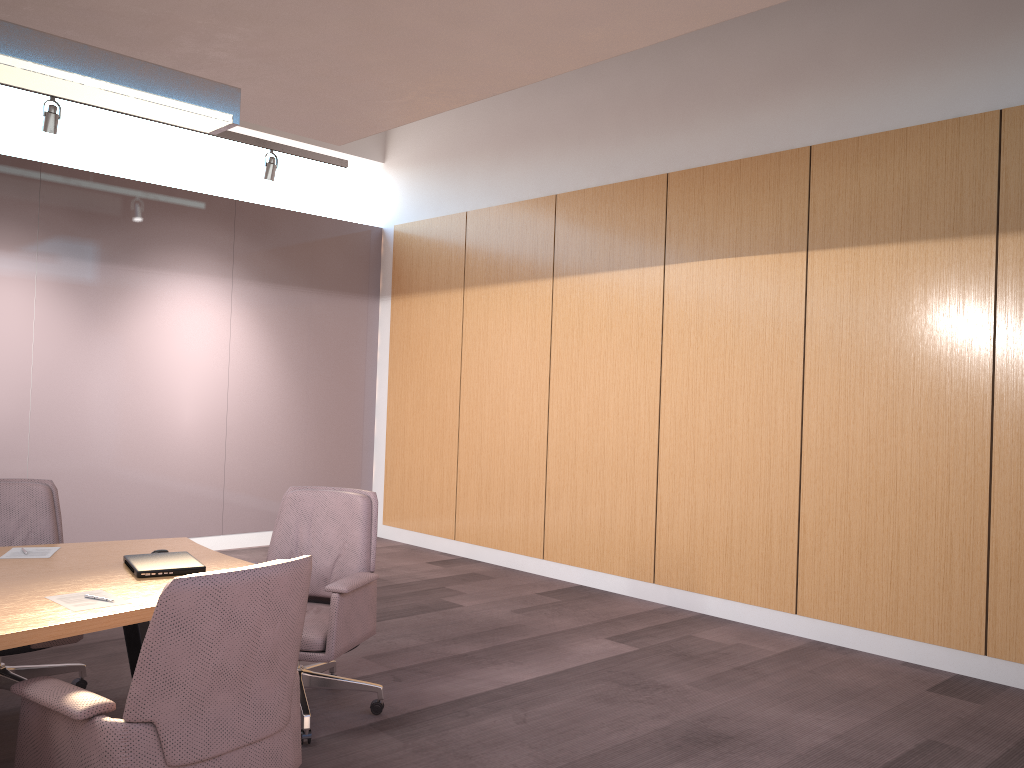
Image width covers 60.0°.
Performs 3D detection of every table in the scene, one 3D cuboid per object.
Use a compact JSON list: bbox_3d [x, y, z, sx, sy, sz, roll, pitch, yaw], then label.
[{"bbox_3d":[-3.957,0.901,0.712,8.000,0.748,1.885,3,-1,-44],"label":"table"}]

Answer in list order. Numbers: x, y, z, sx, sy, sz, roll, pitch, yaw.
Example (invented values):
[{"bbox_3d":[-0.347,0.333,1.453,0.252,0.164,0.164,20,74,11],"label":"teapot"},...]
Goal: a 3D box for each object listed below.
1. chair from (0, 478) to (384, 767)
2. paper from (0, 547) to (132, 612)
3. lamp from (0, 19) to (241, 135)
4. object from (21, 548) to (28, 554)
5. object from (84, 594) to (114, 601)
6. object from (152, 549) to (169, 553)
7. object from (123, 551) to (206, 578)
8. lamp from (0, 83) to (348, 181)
[{"bbox_3d":[-4.035,0.796,0.646,9.673,0.948,3.001,3,-1,-43],"label":"chair"},{"bbox_3d":[-3.882,0.530,0.786,6.800,0.001,1.713,3,-1,-44],"label":"paper"},{"bbox_3d":[-3.570,-2.036,1.010,6.974,1.864,0.200,3,-1,-44],"label":"lamp"},{"bbox_3d":[-1.864,0.636,3.387,0.009,0.009,0.125,3,-1,-36],"label":"object"},{"bbox_3d":[-1.246,0.648,2.681,0.125,0.009,0.009,2,-1,25],"label":"object"},{"bbox_3d":[-1.364,0.651,3.432,0.039,0.019,0.070,1,-1,40],"label":"object"},{"bbox_3d":[-1.256,0.648,3.194,0.231,0.026,0.325,3,-1,-31],"label":"object"},{"bbox_3d":[-3.607,-2.310,0.913,12.467,1.321,5.699,3,-1,-44],"label":"lamp"}]
